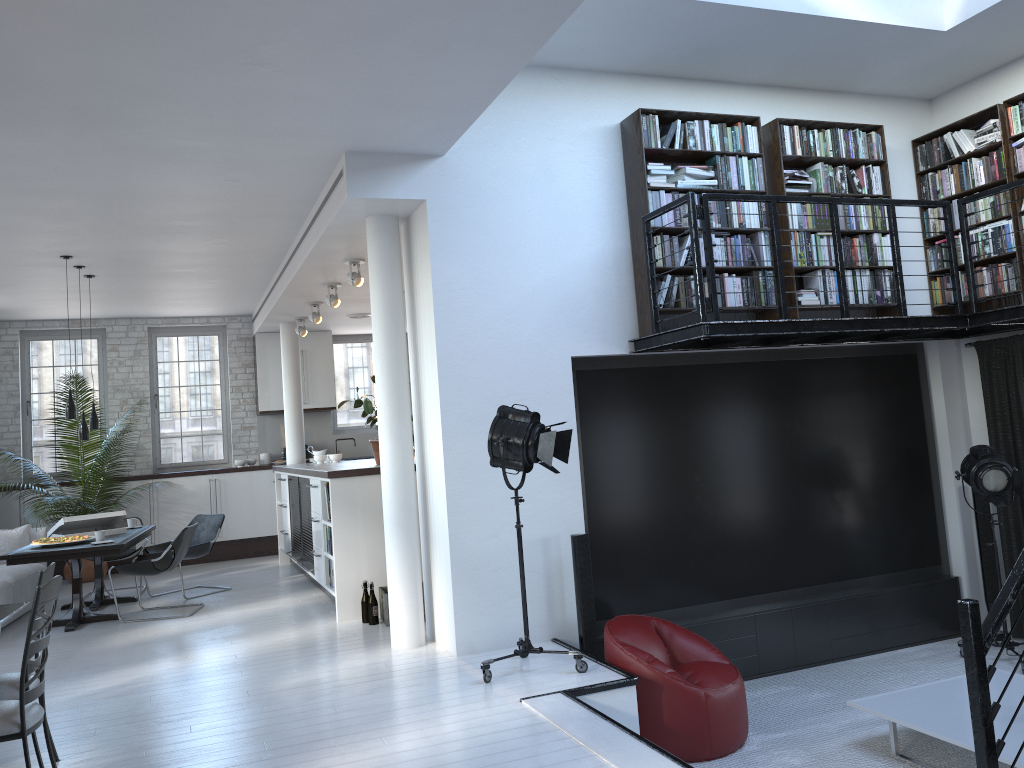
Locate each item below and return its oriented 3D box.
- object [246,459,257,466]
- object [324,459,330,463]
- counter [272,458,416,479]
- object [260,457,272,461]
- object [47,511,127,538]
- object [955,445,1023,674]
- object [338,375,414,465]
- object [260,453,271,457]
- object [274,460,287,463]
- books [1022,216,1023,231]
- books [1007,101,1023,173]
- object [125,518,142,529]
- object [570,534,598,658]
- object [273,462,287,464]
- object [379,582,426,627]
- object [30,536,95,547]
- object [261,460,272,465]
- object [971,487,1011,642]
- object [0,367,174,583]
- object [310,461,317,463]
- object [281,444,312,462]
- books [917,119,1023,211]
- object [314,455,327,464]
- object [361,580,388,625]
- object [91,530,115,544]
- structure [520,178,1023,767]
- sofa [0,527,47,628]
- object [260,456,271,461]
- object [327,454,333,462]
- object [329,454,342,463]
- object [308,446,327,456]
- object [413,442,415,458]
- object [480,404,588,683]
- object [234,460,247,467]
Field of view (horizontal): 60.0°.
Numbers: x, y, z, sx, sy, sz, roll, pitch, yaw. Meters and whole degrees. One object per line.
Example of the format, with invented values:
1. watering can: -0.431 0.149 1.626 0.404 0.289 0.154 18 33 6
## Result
1. object: -3.555 1.073 12.076 0.157 0.093 0.156 -1 -5 -40
2. object: -2.214 0.930 10.735 0.236 0.041 0.235 -3 -3 -26
3. counter: -1.560 0.854 9.338 1.447 0.061 4.186 -3 -3 -21
4. object: -3.403 1.055 12.260 0.154 0.074 0.152 -3 -4 -18
5. object: -4.151 1.374 8.662 0.591 0.216 0.586 -1 -4 -42
6. object: 4.240 1.139 5.627 0.753 1.583 2.896 -1 -5 -37
7. object: -1.178 0.271 7.903 0.773 0.894 0.436 -7 -6 36
8. object: -3.410 0.993 12.267 0.153 0.075 0.153 -7 -4 36
9. object: -3.141 1.056 12.018 0.138 0.044 0.136 -6 -4 31
10. books: 4.520 -1.401 5.120 0.240 1.125 3.380 -2 -4 -21
11. books: 4.350 -1.808 5.509 0.213 0.830 2.627 -2 -4 -21
12. object: -3.934 1.443 9.167 0.204 0.099 0.175 -3 -4 -16
13. object: 0.478 1.610 5.842 0.157 1.225 0.157 0 -7 -40
14. object: -3.133 1.071 12.016 0.262 0.028 0.261 -2 -4 -33
15. object: -0.798 1.728 7.013 0.455 0.249 0.388 -3 -4 -16
16. object: -3.994 1.414 7.898 0.532 0.042 0.530 -3 -3 -24
17. object: -3.399 1.091 12.260 0.153 0.056 0.153 -6 -4 22
18. object: 3.821 1.429 7.141 0.157 1.225 0.157 -4 -5 -6
19. object: -5.382 1.100 10.626 1.919 2.631 2.397 -6 -5 26
20. object: -2.378 0.961 10.999 0.262 0.028 0.261 -2 -4 -32
21. object: -2.997 0.944 12.323 0.414 0.292 0.277 -3 -4 -21
22. books: 4.361 -1.511 5.474 0.242 1.400 4.426 -2 -4 -21
23. object: -2.235 0.881 10.350 0.157 0.093 0.156 -3 -4 -21
24. object: -0.914 1.697 6.974 0.556 0.325 0.288 -5 -4 6
25. object: -3.607 1.348 7.790 0.176 0.097 0.300 -2 -4 -31
26. structure: 2.509 0.316 4.542 4.619 3.364 4.472 -3 -4 -21
27. sofa: -5.016 1.834 8.036 0.921 0.773 2.647 -3 -3 -14
28. object: -3.406 1.025 12.262 0.153 0.063 0.152 -5 -3 8
29. object: -2.119 0.880 10.503 0.157 0.093 0.156 -2 -4 -35
30. object: -2.056 0.867 10.339 0.157 0.093 0.156 -4 -4 -6
31. object: -2.411 0.855 11.012 0.269 0.174 0.130 -5 -4 8
32. object: -1.031 0.677 9.370 0.083 0.224 0.082 -2 -6 -27
33. object: 0.129 0.902 5.267 0.544 1.583 0.610 -6 -5 23
34. object: -3.652 1.073 11.940 0.157 0.093 0.156 -3 -4 -22
